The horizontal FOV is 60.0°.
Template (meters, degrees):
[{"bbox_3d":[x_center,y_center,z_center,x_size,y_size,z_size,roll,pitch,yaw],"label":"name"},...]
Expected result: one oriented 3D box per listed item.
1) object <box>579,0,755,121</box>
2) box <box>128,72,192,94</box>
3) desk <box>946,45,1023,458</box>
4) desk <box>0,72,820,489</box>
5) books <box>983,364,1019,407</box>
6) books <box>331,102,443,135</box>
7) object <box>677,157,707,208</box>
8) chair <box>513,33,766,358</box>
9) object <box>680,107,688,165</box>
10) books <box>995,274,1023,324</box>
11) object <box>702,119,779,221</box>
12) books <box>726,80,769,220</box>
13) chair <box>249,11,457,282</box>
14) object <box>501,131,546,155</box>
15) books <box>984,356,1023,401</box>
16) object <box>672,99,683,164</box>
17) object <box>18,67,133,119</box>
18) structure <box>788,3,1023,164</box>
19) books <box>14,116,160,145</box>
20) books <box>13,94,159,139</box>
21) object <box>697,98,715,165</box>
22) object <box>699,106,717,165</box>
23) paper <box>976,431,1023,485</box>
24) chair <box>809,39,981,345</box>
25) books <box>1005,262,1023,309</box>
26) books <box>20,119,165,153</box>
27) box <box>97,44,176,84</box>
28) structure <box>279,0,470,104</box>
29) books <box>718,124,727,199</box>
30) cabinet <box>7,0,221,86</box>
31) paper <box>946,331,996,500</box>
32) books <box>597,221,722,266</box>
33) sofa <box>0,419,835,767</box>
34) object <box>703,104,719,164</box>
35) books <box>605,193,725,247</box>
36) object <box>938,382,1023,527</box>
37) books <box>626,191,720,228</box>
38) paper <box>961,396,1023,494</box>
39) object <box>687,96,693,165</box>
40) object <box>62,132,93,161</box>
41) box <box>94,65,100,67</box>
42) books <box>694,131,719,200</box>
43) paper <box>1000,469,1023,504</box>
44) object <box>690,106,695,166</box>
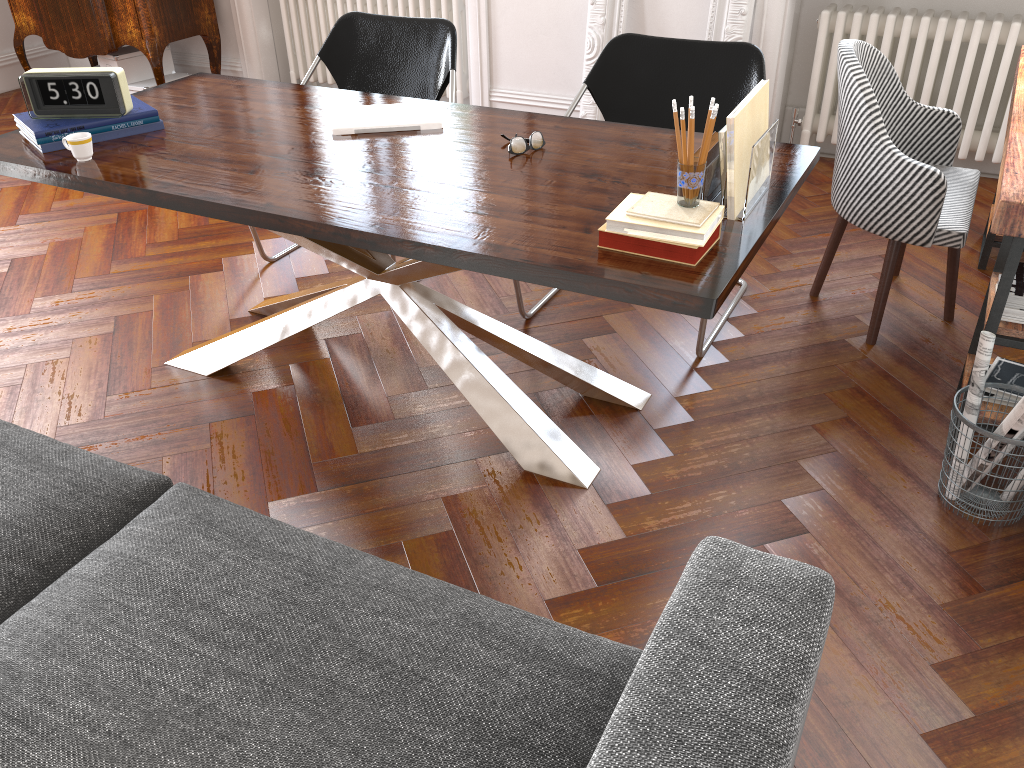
[{"bbox_3d":[0.743,-1.647,4.390,0.828,1.073,0.232,14,36,23],"label":"object"},{"bbox_3d":[-2.278,-1.876,5.716,0.244,0.178,0.391,15,36,23],"label":"box"},{"bbox_3d":[1.840,-0.469,2.813,0.646,0.765,1.784,15,36,23],"label":"desk"},{"bbox_3d":[-0.375,-0.335,2.668,2.222,0.759,1.021,14,36,23],"label":"desk"},{"bbox_3d":[1.466,0.022,2.476,0.267,0.014,0.194,14,36,22],"label":"books"},{"bbox_3d":[-0.378,-0.803,2.681,0.325,0.026,0.228,-5,33,-6],"label":"books"},{"bbox_3d":[0.368,-0.416,1.832,0.058,0.092,0.058,7,34,12],"label":"object"},{"bbox_3d":[0.447,-0.650,3.022,0.751,0.881,0.739,15,36,23],"label":"chair"},{"bbox_3d":[0.347,-0.461,1.778,0.049,0.195,0.008,-25,40,-31],"label":"object"},{"bbox_3d":[1.426,-0.203,2.300,0.308,0.038,0.224,14,36,22],"label":"books"},{"bbox_3d":[0.501,-0.505,2.043,0.149,0.168,0.226,15,36,23],"label":"object"},{"bbox_3d":[0.542,-0.540,2.031,0.043,0.241,0.307,15,36,23],"label":"books"},{"bbox_3d":[-0.601,-0.918,3.479,0.751,0.881,0.739,15,36,23],"label":"chair"},{"bbox_3d":[0.035,-0.672,2.434,0.114,0.048,0.131,-6,33,-8],"label":"object"},{"bbox_3d":[1.465,0.009,2.467,0.267,0.014,0.195,22,39,32],"label":"books"},{"bbox_3d":[0.342,-0.478,1.806,0.049,0.195,0.008,17,37,26],"label":"object"},{"bbox_3d":[-1.256,-0.838,2.556,0.275,0.127,0.081,-1,33,1],"label":"object"},{"bbox_3d":[2.087,-1.339,4.222,1.450,0.786,0.223,14,36,23],"label":"structure"},{"bbox_3d":[-1.260,-0.781,2.631,0.343,0.017,0.248,-24,39,-31],"label":"books"},{"bbox_3d":[-1.260,-0.795,2.622,0.343,0.017,0.248,-24,39,-31],"label":"books"},{"bbox_3d":[0.389,-0.482,1.806,0.032,0.197,0.008,-11,34,-15],"label":"object"},{"bbox_3d":[0.384,-0.462,1.777,0.008,0.196,0.044,-20,38,-27],"label":"object"},{"bbox_3d":[1.323,0.029,2.170,0.293,0.632,0.047,10,35,17],"label":"paper"},{"bbox_3d":[1.304,-0.657,2.989,0.547,0.908,0.710,10,35,17],"label":"chair"},{"bbox_3d":[1.437,-0.234,2.282,0.308,0.038,0.224,14,36,23],"label":"books"},{"bbox_3d":[-1.261,-0.771,2.655,0.346,0.027,0.262,-24,39,-31],"label":"books"},{"bbox_3d":[-2.399,-2.054,5.669,0.208,0.178,0.391,22,39,31],"label":"box"},{"bbox_3d":[-0.828,-2.084,5.493,1.450,0.786,0.223,14,36,23],"label":"structure"},{"bbox_3d":[0.514,-0.530,2.081,0.040,0.159,0.127,15,36,23],"label":"books"},{"bbox_3d":[-2.535,-2.372,5.517,1.263,1.230,0.635,14,36,23],"label":"cabinet"},{"bbox_3d":[1.144,0.091,2.219,0.033,0.483,0.073,-16,36,-21],"label":"paper"},{"bbox_3d":[0.312,-0.317,1.872,0.215,0.040,0.158,16,36,25],"label":"books"},{"bbox_3d":[-0.990,0.484,1.426,2.639,0.837,1.252,14,36,23],"label":"sofa"},{"bbox_3d":[0.391,-0.467,1.784,0.008,0.197,0.038,-23,39,-30],"label":"object"},{"bbox_3d":[0.321,-0.346,1.854,0.207,0.029,0.162,13,35,21],"label":"books"},{"bbox_3d":[1.221,0.194,2.244,0.261,0.308,0.258,-6,33,-7],"label":"object"},{"bbox_3d":[0.336,-0.365,1.847,0.159,0.008,0.127,15,36,24],"label":"books"},{"bbox_3d":[1.165,0.099,2.064,0.047,0.616,0.327,3,33,7],"label":"paper"},{"bbox_3d":[0.364,-0.487,1.819,0.008,0.195,0.048,-3,33,-2],"label":"object"},{"bbox_3d":[-1.179,-0.648,2.422,0.064,0.065,0.081,-27,41,-34],"label":"object"},{"bbox_3d":[-2.772,-2.002,5.931,0.209,0.178,0.391,12,35,19],"label":"box"},{"bbox_3d":[0.454,-0.501,2.080,0.028,0.126,0.219,15,36,23],"label":"books"},{"bbox_3d":[1.311,0.163,2.177,0.025,0.392,0.125,-26,40,-33],"label":"paper"},{"bbox_3d":[0.360,-0.459,1.772,0.008,0.197,0.036,24,41,33],"label":"object"}]
